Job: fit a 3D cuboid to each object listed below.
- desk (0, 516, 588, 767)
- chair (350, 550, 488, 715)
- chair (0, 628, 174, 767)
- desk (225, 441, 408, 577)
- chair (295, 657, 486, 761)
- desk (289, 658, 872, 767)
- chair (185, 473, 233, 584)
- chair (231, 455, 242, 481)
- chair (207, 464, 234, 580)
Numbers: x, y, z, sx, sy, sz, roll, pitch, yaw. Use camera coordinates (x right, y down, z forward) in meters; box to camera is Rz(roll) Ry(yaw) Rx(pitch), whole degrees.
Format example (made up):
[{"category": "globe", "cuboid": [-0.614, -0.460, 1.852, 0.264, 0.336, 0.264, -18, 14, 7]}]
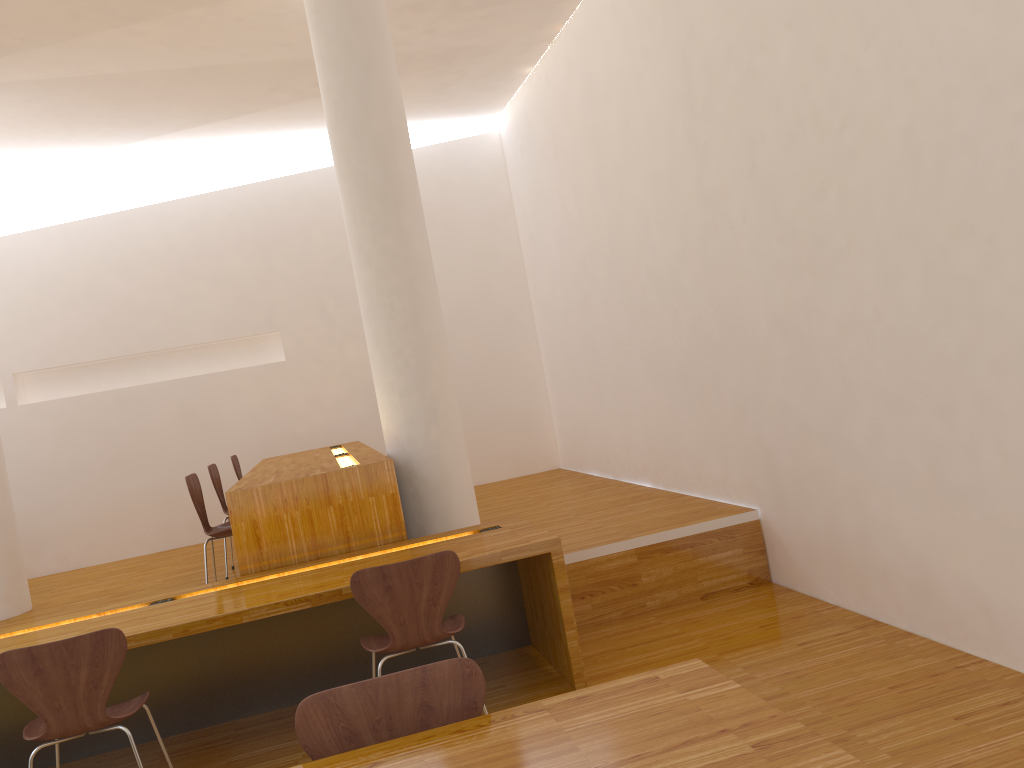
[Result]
[{"category": "desk", "cuboid": [-1.365, 1.195, 3.504, 3.185, 0.606, 0.760, -10, 0, -13]}, {"category": "chair", "cuboid": [-0.356, 0.963, 3.278, 0.428, 0.693, 0.381, -10, 0, -13]}, {"category": "chair", "cuboid": [-1.420, 1.159, 2.992, 0.428, 0.693, 0.381, -10, 0, -13]}, {"category": "desk", "cuboid": [-1.213, 0.772, 5.598, 0.760, 0.606, 3.185, -10, 0, -13]}, {"category": "chair", "cuboid": [-0.157, 0.935, 1.657, 0.428, 0.693, 0.381, -10, 0, -13]}, {"category": "desk", "cuboid": [-0.938, 1.289, 0.880, 3.236, 0.918, 1.285, -10, 0, -13]}, {"category": "chair", "cuboid": [-1.420, 0.776, 4.580, 0.381, 0.693, 0.428, -10, 0, -13]}, {"category": "chair", "cuboid": [-1.842, 0.842, 6.626, 0.381, 0.693, 0.428, -10, 0, -13]}, {"category": "chair", "cuboid": [-1.633, 0.810, 5.527, 0.381, 0.693, 0.428, -10, 0, -13]}]
